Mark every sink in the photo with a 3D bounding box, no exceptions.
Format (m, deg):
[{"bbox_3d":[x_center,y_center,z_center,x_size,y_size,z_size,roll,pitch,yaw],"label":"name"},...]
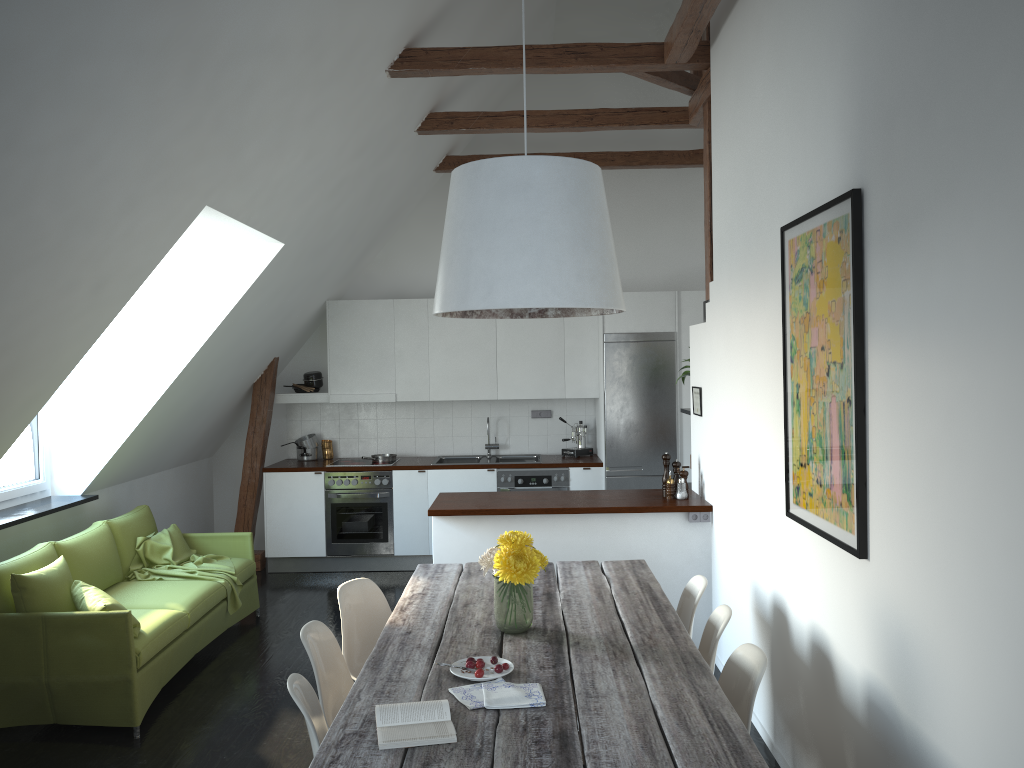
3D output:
[{"bbox_3d":[-0.218,0.568,7.957,0.963,0.519,0.671,-1,1,1],"label":"sink"}]

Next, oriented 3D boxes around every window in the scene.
[{"bbox_3d":[-0.266,-1.337,1.807,5.959,4.249,8.018,-1,1,1],"label":"window"}]

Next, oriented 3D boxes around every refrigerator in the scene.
[{"bbox_3d":[1.098,0.499,7.528,0.609,1.868,0.031,-1,1,1],"label":"refrigerator"}]

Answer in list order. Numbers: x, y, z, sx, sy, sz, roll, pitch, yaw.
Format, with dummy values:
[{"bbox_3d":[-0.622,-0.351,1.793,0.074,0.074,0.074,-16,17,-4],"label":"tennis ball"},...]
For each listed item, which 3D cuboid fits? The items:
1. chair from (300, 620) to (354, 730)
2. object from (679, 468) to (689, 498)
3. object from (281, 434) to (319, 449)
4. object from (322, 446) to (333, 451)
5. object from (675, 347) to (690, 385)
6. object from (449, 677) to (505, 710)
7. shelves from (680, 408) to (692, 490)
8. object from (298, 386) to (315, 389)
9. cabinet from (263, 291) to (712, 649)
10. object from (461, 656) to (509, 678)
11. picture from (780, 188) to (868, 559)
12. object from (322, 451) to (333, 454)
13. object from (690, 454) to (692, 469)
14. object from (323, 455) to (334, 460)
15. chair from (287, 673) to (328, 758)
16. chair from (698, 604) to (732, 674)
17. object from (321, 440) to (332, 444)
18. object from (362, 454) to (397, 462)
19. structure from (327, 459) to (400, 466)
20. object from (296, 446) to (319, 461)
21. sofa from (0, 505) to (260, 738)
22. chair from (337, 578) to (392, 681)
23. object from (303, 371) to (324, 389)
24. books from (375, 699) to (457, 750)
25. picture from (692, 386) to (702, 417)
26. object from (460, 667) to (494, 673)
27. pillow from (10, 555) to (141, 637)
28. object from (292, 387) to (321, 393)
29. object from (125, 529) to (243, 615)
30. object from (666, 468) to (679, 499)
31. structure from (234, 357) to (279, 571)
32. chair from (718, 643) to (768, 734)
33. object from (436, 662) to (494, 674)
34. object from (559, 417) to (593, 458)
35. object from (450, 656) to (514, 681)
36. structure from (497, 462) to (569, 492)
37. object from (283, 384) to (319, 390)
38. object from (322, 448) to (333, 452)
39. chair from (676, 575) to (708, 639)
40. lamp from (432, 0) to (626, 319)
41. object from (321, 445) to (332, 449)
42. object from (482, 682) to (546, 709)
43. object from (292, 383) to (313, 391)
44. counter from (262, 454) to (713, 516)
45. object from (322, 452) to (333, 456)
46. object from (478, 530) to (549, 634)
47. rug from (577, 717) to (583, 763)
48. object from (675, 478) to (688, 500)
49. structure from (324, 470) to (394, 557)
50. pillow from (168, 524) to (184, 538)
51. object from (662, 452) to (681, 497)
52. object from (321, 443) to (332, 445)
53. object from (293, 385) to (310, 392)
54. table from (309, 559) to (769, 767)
[{"bbox_3d":[-0.505,1.304,3.331,0.542,0.801,0.465,-1,1,2],"label":"chair"},{"bbox_3d":[1.073,0.618,5.532,0.058,0.184,0.058,-1,1,-3],"label":"object"},{"bbox_3d":[-1.963,0.549,8.165,0.371,0.169,0.203,-2,1,-27],"label":"object"},{"bbox_3d":[-1.717,0.598,8.236,0.099,0.057,0.101,-1,1,13],"label":"object"},{"bbox_3d":[1.382,-0.072,6.142,0.493,0.486,0.506,-1,1,21],"label":"object"},{"bbox_3d":[-0.079,0.921,2.644,0.182,0.014,0.185,-2,1,-25],"label":"object"},{"bbox_3d":[1.521,0.447,6.058,0.660,0.553,0.408,-1,1,1],"label":"shelves"},{"bbox_3d":[-1.873,0.031,8.091,0.065,0.031,0.335,-2,2,-42],"label":"object"},{"bbox_3d":[-0.049,0.441,6.796,4.208,2.369,3.033,-1,1,1],"label":"cabinet"},{"bbox_3d":[-0.082,0.900,2.835,0.132,0.034,0.144,-2,1,-27],"label":"object"},{"bbox_3d":[1.115,-0.039,3.225,0.036,1.181,0.808,-1,1,1],"label":"picture"},{"bbox_3d":[-1.712,0.641,8.236,0.099,0.051,0.099,-1,1,-13],"label":"object"},{"bbox_3d":[1.410,0.547,6.096,0.287,0.101,0.329,-1,1,-4],"label":"object"},{"bbox_3d":[-1.707,0.680,8.236,0.100,0.036,0.100,-1,1,-3],"label":"object"},{"bbox_3d":[-0.424,1.314,2.810,0.542,0.801,0.465,-1,1,-13],"label":"chair"},{"bbox_3d":[0.593,1.280,3.494,0.542,0.801,0.465,-1,1,7],"label":"chair"},{"bbox_3d":[-1.717,0.543,8.230,0.100,0.047,0.099,-1,1,-3],"label":"object"},{"bbox_3d":[-1.210,0.662,7.984,0.351,0.061,0.232,-2,1,-26],"label":"object"},{"bbox_3d":[-1.315,0.716,7.904,0.574,0.041,0.504,-1,1,1],"label":"structure"},{"bbox_3d":[-1.866,0.627,8.135,0.200,0.154,0.348,-2,1,-20],"label":"object"},{"bbox_3d":[-2.261,1.281,5.317,0.898,0.825,2.093,-1,1,0],"label":"sofa"},{"bbox_3d":[-0.493,1.290,3.909,0.542,0.801,0.465,0,1,27],"label":"chair"},{"bbox_3d":[-1.828,-0.035,8.150,0.190,0.166,0.200,-2,2,-36],"label":"object"},{"bbox_3d":[-0.267,0.917,2.422,0.202,0.042,0.251,-1,1,-11],"label":"books"},{"bbox_3d":[1.171,0.108,5.600,0.023,0.182,0.250,-1,1,1],"label":"picture"},{"bbox_3d":[-0.112,0.909,2.824,0.110,0.011,0.058,-1,1,5],"label":"object"},{"bbox_3d":[-2.176,1.102,4.543,0.600,0.387,0.475,-1,1,-2],"label":"pillow"},{"bbox_3d":[-1.872,0.053,8.090,0.243,0.056,0.350,-1,1,-10],"label":"object"},{"bbox_3d":[-2.130,1.242,5.948,0.722,0.493,0.711,-1,1,-4],"label":"object"},{"bbox_3d":[0.994,0.616,5.507,0.080,0.192,0.058,-1,1,-15],"label":"object"},{"bbox_3d":[-2.642,0.813,1.742,1.023,1.963,12.350,-1,1,1],"label":"structure"},{"bbox_3d":[0.573,1.292,2.959,0.542,0.801,0.465,-1,1,-3],"label":"chair"},{"bbox_3d":[-0.151,0.903,2.819,0.194,0.022,0.019,-1,1,16],"label":"object"},{"bbox_3d":[0.561,0.476,8.082,0.353,0.370,0.206,-2,2,-43],"label":"object"},{"bbox_3d":[-0.096,0.913,2.825,0.205,0.024,0.205,-1,1,-7],"label":"object"},{"bbox_3d":[0.190,1.078,7.817,0.612,0.725,0.582,-1,1,1],"label":"structure"},{"bbox_3d":[-1.944,0.038,8.129,0.357,0.075,0.244,-2,1,-28],"label":"object"},{"bbox_3d":[-1.715,0.620,8.237,0.099,0.043,0.100,-1,1,-11],"label":"object"},{"bbox_3d":[0.602,1.269,3.968,0.542,0.801,0.465,-1,1,2],"label":"chair"},{"bbox_3d":[0.058,-1.660,3.198,0.757,2.813,0.697,-2,2,-39],"label":"lamp"},{"bbox_3d":[-1.718,0.580,8.232,0.100,0.036,0.100,-2,2,-33],"label":"object"},{"bbox_3d":[0.004,0.918,2.627,0.182,0.016,0.179,-1,1,-4],"label":"object"},{"bbox_3d":[-1.901,0.030,8.047,0.061,0.077,0.331,-2,2,-41],"label":"object"},{"bbox_3d":[-0.475,0.729,6.784,3.365,0.038,3.085,-1,1,1],"label":"counter"},{"bbox_3d":[-1.710,0.658,8.235,0.100,0.048,0.099,-1,1,19],"label":"object"},{"bbox_3d":[0.010,0.728,3.285,0.233,0.365,0.293,-2,1,-28],"label":"object"},{"bbox_3d":[0.105,1.687,3.236,1.898,0.022,2.677,-1,1,1],"label":"rug"},{"bbox_3d":[1.044,0.644,5.464,0.069,0.135,0.069,-2,1,-24],"label":"object"},{"bbox_3d":[-1.304,1.107,7.928,0.583,0.725,0.749,-1,1,1],"label":"structure"},{"bbox_3d":[-2.345,1.130,6.073,0.210,0.275,0.462,-1,1,-1],"label":"pillow"},{"bbox_3d":[1.006,0.568,5.589,0.123,0.283,0.061,-1,1,1],"label":"object"},{"bbox_3d":[-1.718,0.563,8.231,0.100,0.036,0.100,0,1,29],"label":"object"},{"bbox_3d":[-1.913,0.038,8.037,0.065,0.065,0.332,-2,2,-32],"label":"object"},{"bbox_3d":[0.086,1.301,3.247,1.141,0.788,2.421,-1,1,1],"label":"table"}]
